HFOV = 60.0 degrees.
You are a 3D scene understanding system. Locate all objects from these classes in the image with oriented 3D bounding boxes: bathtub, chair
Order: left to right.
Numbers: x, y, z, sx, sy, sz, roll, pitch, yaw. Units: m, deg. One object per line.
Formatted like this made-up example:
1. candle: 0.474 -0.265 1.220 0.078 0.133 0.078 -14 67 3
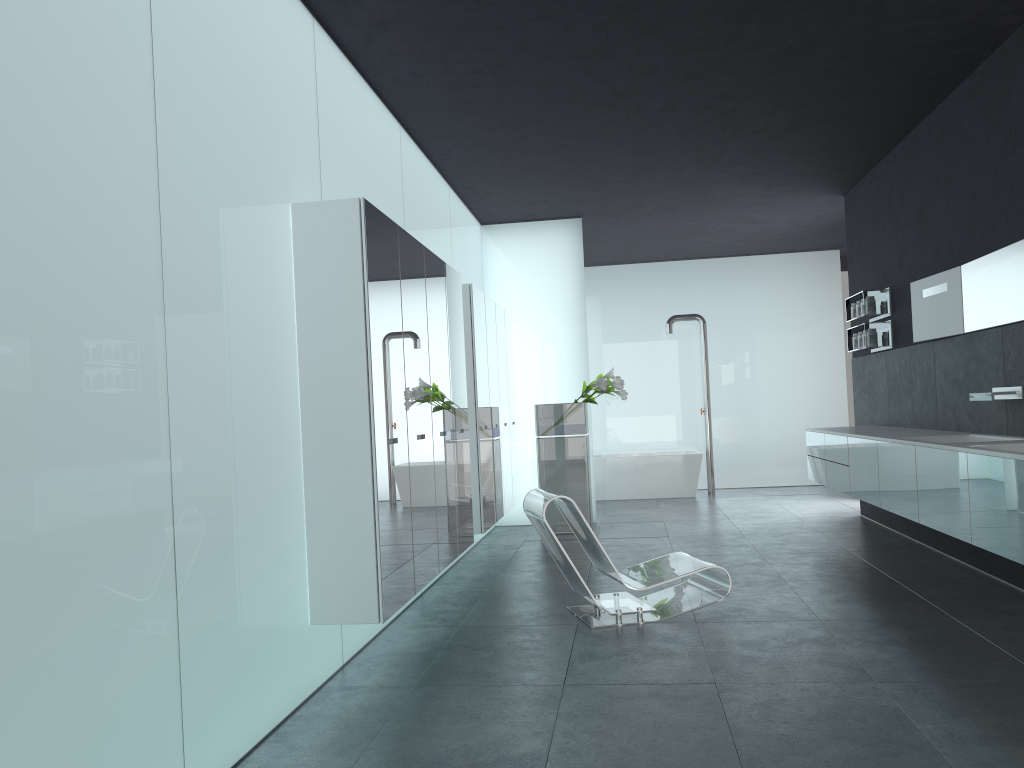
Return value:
1. chair: 0.770 1.139 6.072 1.261 0.871 0.629 -2 -1 -11
2. bathtub: 1.976 1.340 13.936 1.978 0.858 0.960 -3 -1 7

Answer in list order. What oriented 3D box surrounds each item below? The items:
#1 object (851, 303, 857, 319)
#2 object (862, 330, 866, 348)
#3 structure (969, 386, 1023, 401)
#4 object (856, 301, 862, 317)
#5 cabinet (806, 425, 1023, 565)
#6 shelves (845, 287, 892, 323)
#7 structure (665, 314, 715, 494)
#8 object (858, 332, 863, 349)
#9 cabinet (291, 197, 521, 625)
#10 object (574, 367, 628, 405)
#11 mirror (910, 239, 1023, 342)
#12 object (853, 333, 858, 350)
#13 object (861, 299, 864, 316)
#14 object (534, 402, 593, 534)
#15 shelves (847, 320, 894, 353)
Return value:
1. object: 3.717 -0.782 9.582 0.096 0.184 0.068 -3 -1 -1
2. object: 3.681 -0.464 9.180 0.096 0.184 0.068 -3 -1 6
3. structure: 3.398 0.070 6.250 0.186 0.088 0.482 -3 -2 7
4. object: 3.689 -0.787 9.370 0.096 0.184 0.067 -3 -1 16
5. cabinet: 3.246 0.677 6.930 0.734 0.556 5.584 -3 -2 7
6. shelves: 3.728 -0.814 9.298 0.265 0.285 0.770 -3 -2 7
7. structure: 2.781 0.344 13.833 0.643 2.871 0.123 -3 -1 7
8. object: 3.705 -0.460 9.367 0.096 0.184 0.067 -3 -1 16
9. cabinet: -0.529 0.220 7.598 0.398 2.215 6.005 -3 -2 7
10. object: 0.836 0.188 10.266 1.024 0.779 0.974 -3 -1 -1
11. mirror: 3.416 -0.686 6.029 0.109 0.532 3.723 -3 -2 6
12. object: 3.733 -0.454 9.579 0.096 0.184 0.068 -3 -1 -1
13. object: 3.665 -0.792 9.183 0.096 0.184 0.068 -3 -1 6
14. object: 0.618 0.974 10.444 0.585 1.491 0.575 -3 -1 7
15. shelves: 3.744 -0.487 9.295 0.265 0.285 0.770 -3 -2 7
